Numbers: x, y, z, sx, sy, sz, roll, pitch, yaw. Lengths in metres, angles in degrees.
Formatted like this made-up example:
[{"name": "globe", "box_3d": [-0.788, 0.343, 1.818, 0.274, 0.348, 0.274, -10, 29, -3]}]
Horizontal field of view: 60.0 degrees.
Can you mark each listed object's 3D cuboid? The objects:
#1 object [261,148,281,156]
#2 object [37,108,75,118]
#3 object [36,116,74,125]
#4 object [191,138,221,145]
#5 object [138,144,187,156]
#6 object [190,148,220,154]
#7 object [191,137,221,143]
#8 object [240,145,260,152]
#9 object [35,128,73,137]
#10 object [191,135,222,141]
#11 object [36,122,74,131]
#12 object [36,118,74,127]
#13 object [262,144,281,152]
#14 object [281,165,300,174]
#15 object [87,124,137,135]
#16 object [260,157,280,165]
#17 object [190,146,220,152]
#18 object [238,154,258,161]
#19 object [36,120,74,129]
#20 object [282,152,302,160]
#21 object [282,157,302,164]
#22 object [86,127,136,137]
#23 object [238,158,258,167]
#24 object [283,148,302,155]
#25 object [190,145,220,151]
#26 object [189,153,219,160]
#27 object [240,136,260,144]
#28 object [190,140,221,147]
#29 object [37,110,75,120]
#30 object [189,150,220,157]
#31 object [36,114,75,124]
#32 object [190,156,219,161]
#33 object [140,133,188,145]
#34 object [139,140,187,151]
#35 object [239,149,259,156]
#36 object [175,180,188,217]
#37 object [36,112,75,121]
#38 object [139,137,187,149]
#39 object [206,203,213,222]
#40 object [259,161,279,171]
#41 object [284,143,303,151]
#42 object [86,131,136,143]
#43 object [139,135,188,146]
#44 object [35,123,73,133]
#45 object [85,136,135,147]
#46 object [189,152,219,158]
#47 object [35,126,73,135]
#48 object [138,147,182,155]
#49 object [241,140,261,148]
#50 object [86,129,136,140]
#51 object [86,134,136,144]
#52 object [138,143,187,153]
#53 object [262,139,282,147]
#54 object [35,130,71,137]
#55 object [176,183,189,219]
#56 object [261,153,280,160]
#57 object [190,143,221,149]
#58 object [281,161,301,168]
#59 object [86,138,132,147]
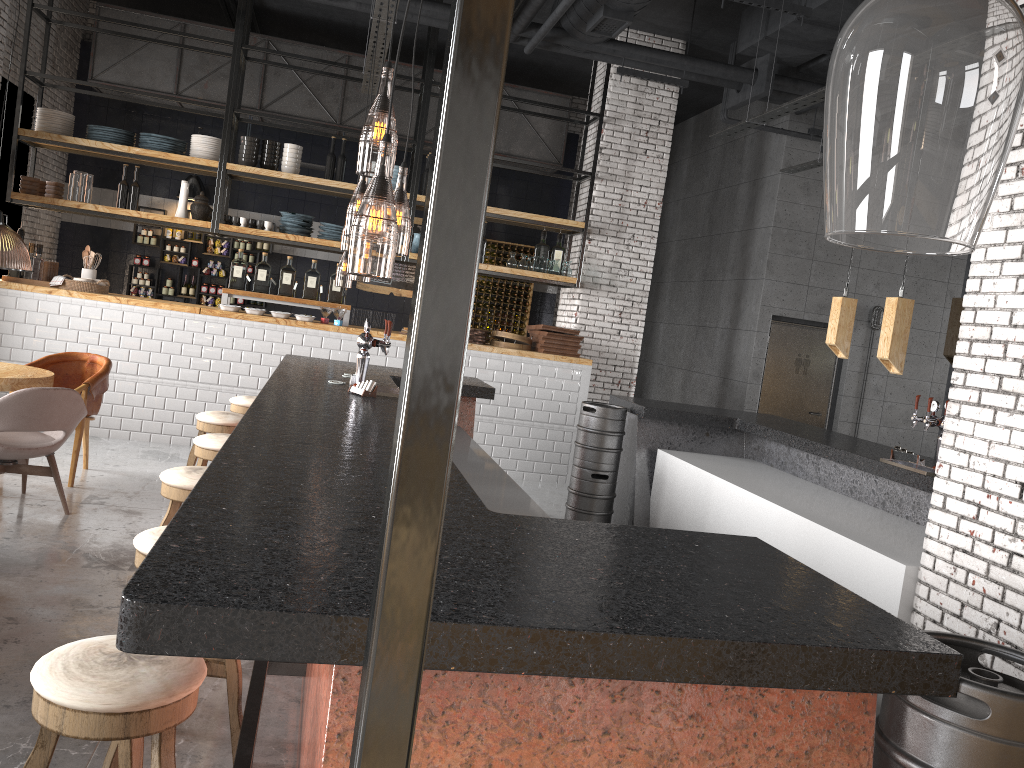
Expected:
[{"name": "object", "box_3d": [-2.480, -2.347, 9.101, 0.196, 0.102, 0.197, 8, 4, -2]}, {"name": "object", "box_3d": [-4.454, -2.636, 8.664, 0.334, 0.039, 0.335, 6, 4, -21]}, {"name": "object", "box_3d": [-4.465, -2.559, 8.668, 0.335, 0.038, 0.335, 9, 4, 8]}, {"name": "object", "box_3d": [-3.075, -2.426, 8.969, 0.334, 0.044, 0.335, 4, 6, -42]}, {"name": "object", "box_3d": [-3.503, -2.328, 8.888, 0.453, 0.045, 0.455, 5, 5, -37]}, {"name": "object", "box_3d": [-3.088, -2.333, 8.973, 0.335, 0.039, 0.334, 12, 6, 44]}, {"name": "object", "box_3d": [-3.072, -2.445, 8.967, 0.334, 0.039, 0.335, 5, 5, -37]}, {"name": "object", "box_3d": [-2.685, -2.372, 9.058, 0.197, 0.100, 0.196, 12, 5, 43]}, {"name": "object", "box_3d": [-4.482, -2.448, 8.675, 0.335, 0.042, 0.334, 10, 5, 26]}, {"name": "object", "box_3d": [-3.069, -2.464, 8.966, 0.334, 0.039, 0.335, 5, 5, -38]}, {"name": "object", "box_3d": [-4.474, -2.506, 8.670, 0.335, 0.042, 0.334, 11, 5, 38]}, {"name": "object", "box_3d": [-4.469, -2.541, 8.670, 0.335, 0.043, 0.334, 10, 5, 27]}, {"name": "object", "box_3d": [-2.473, -2.390, 9.099, 0.196, 0.102, 0.197, 7, 4, -19]}, {"name": "object", "box_3d": [-2.289, -2.189, 9.151, 0.196, 0.105, 0.197, 5, 5, -34]}, {"name": "object", "box_3d": [-3.961, -2.504, 8.776, 0.454, 0.050, 0.454, 8, 4, 1]}, {"name": "object", "box_3d": [-2.492, -2.259, 9.108, 0.196, 0.101, 0.196, 8, 4, 7]}, {"name": "object", "box_3d": [-3.085, -2.353, 8.971, 0.335, 0.040, 0.334, 11, 5, 32]}, {"name": "object", "box_3d": [-2.700, -2.285, 9.063, 0.197, 0.104, 0.196, 11, 5, 41]}, {"name": "object", "box_3d": [-4.471, -2.525, 8.670, 0.335, 0.038, 0.335, 9, 4, 13]}, {"name": "object", "box_3d": [-2.274, -2.322, 9.150, 0.196, 0.103, 0.196, 8, 4, 4]}, {"name": "object", "box_3d": [-2.277, -2.277, 9.147, 0.197, 0.104, 0.196, 10, 4, 23]}, {"name": "object", "box_3d": [-3.965, -2.480, 8.778, 0.453, 0.047, 0.455, 7, 4, -15]}, {"name": "object", "box_3d": [-2.704, -2.241, 9.066, 0.196, 0.102, 0.197, 8, 4, 0]}, {"name": "object", "box_3d": [-2.266, -2.364, 9.145, 0.196, 0.100, 0.197, 7, 4, -16]}, {"name": "object", "box_3d": [-3.083, -2.368, 8.971, 0.334, 0.039, 0.335, 8, 4, -4]}, {"name": "object", "box_3d": [-3.096, -2.276, 8.977, 0.334, 0.045, 0.335, 5, 5, -31]}, {"name": "object", "box_3d": [-2.676, -2.461, 9.054, 0.196, 0.105, 0.196, 9, 4, 9]}, {"name": "object", "box_3d": [-3.078, -2.407, 8.970, 0.334, 0.041, 0.335, 4, 6, -43]}, {"name": "object", "box_3d": [-4.458, -2.618, 8.666, 0.334, 0.041, 0.335, 7, 4, -16]}, {"name": "object", "box_3d": [-3.091, -2.314, 8.973, 0.335, 0.040, 0.334, 12, 6, 41]}, {"name": "object", "box_3d": [-4.463, -2.578, 8.667, 0.334, 0.034, 0.335, 5, 5, -36]}, {"name": "object", "box_3d": [-3.098, -2.256, 8.977, 0.335, 0.033, 0.334, 10, 5, 26]}, {"name": "object", "box_3d": [-3.487, -2.444, 8.881, 0.454, 0.039, 0.454, 9, 4, 7]}, {"name": "object", "box_3d": [-3.497, -2.374, 8.884, 0.454, 0.038, 0.455, 7, 4, -11]}, {"name": "object", "box_3d": [-2.692, -2.329, 9.061, 0.196, 0.102, 0.196, 9, 4, 17]}, {"name": "object", "box_3d": [-3.355, -1.871, 9.033, 0.127, 0.394, 0.126, 10, 4, 28]}, {"name": "object", "box_3d": [-4.461, -2.598, 8.666, 0.334, 0.040, 0.335, 6, 4, -22]}, {"name": "object", "box_3d": [-3.494, -2.397, 8.884, 0.455, 0.037, 0.454, 11, 5, 32]}, {"name": "object", "box_3d": [-3.157, -1.761, 9.149, 0.203, 0.212, 0.203, 10, 4, 25]}, {"name": "object", "box_3d": [-2.500, -2.216, 9.112, 0.197, 0.104, 0.196, 10, 4, 24]}, {"name": "object", "box_3d": [-2.260, -2.409, 9.146, 0.196, 0.103, 0.197, 5, 5, -34]}, {"name": "object", "box_3d": [-3.971, -2.433, 8.782, 0.453, 0.038, 0.455, 5, 5, -35]}, {"name": "object", "box_3d": [-3.490, -2.421, 8.881, 0.453, 0.050, 0.454, 5, 5, -37]}, {"name": "object", "box_3d": [-4.477, -2.487, 8.673, 0.335, 0.044, 0.334, 12, 6, 44]}, {"name": "object", "box_3d": [-3.978, -2.387, 8.784, 0.454, 0.043, 0.455, 7, 4, -10]}, {"name": "object", "box_3d": [-3.092, -2.295, 8.975, 0.335, 0.037, 0.334, 12, 6, 44]}, {"name": "object", "box_3d": [-4.479, -2.467, 8.673, 0.334, 0.039, 0.335, 6, 5, -25]}, {"name": "object", "box_3d": [-3.507, -2.304, 8.888, 0.454, 0.033, 0.455, 8, 4, -4]}, {"name": "object", "box_3d": [-2.674, -2.416, 9.054, 0.196, 0.107, 0.196, 9, 4, 16]}, {"name": "object", "box_3d": [-3.968, -2.457, 8.779, 0.454, 0.043, 0.454, 7, 4, -7]}, {"name": "object", "box_3d": [-3.975, -2.410, 8.782, 0.453, 0.044, 0.455, 7, 4, -17]}, {"name": "object", "box_3d": [-3.501, -2.351, 8.885, 0.455, 0.042, 0.453, 11, 5, 38]}, {"name": "object", "box_3d": [-2.468, -2.435, 9.100, 0.196, 0.102, 0.197, 5, 5, -36]}, {"name": "object", "box_3d": [-4.484, -2.428, 8.675, 0.335, 0.033, 0.334, 10, 5, 26]}, {"name": "object", "box_3d": [-3.293, -1.836, 8.895, 0.132, 0.360, 0.127, 9, 3, 13]}, {"name": "object", "box_3d": [-2.483, -2.303, 9.101, 0.196, 0.107, 0.197, 5, 5, -41]}, {"name": "object", "box_3d": [-3.081, -2.387, 8.970, 0.334, 0.042, 0.335, 6, 5, -29]}, {"name": "object", "box_3d": [-2.286, -2.234, 9.149, 0.196, 0.104, 0.197, 5, 5, -36]}, {"name": "object", "box_3d": [-3.981, -2.363, 8.785, 0.454, 0.033, 0.455, 8, 4, -4]}]
